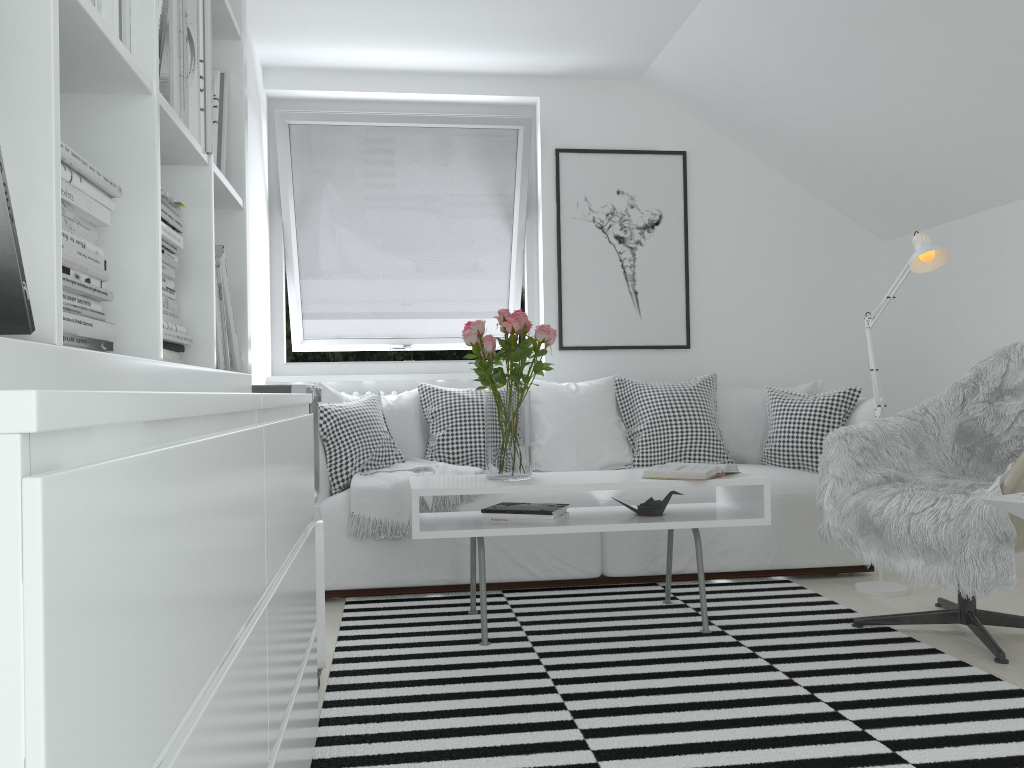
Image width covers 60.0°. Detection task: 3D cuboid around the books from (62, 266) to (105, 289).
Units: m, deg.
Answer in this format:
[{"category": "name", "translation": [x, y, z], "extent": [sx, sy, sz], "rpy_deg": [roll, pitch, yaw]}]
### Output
[{"category": "books", "translation": [-0.591, -0.127, 1.006], "extent": [0.159, 0.012, 0.285], "rpy_deg": [-1, -1, -8]}]

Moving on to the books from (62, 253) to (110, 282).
[{"category": "books", "translation": [-0.587, -0.140, 1.019], "extent": [0.161, 0.012, 0.254], "rpy_deg": [-1, -1, -8]}]

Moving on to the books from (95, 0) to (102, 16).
[{"category": "books", "translation": [-0.632, -0.548, 1.161], "extent": [0.174, 0.273, 0.021], "rpy_deg": [-1, -1, -8]}]

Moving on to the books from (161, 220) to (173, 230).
[{"category": "books", "translation": [-0.646, -0.263, 1.392], "extent": [0.161, 0.013, 0.254], "rpy_deg": [-1, -1, -8]}]

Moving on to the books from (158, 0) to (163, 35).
[{"category": "books", "translation": [-0.595, -0.544, 1.293], "extent": [0.161, 0.235, 0.118], "rpy_deg": [-1, -1, -8]}]

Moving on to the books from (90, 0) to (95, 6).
[{"category": "books", "translation": [-0.631, -0.561, 1.137], "extent": [0.180, 0.296, 0.028], "rpy_deg": [-1, -1, -8]}]

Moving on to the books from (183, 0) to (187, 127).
[{"category": "books", "translation": [-0.615, -0.538, 1.443], "extent": [0.161, 0.254, 0.012], "rpy_deg": [-1, -1, -8]}]

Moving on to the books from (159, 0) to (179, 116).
[{"category": "books", "translation": [-0.615, -0.577, 1.388], "extent": [0.176, 0.331, 0.025], "rpy_deg": [-1, -1, -8]}]

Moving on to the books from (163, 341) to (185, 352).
[{"category": "books", "translation": [-0.681, -0.061, 1.390], "extent": [0.251, 0.012, 0.312], "rpy_deg": [-1, -1, -7]}]

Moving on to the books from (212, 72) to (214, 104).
[{"category": "books", "translation": [-0.727, -0.537, 1.876], "extent": [0.174, 0.269, 0.091], "rpy_deg": [-1, -1, -8]}]

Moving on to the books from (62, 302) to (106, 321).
[{"category": "books", "translation": [-0.593, -0.086, 1.021], "extent": [0.161, 0.013, 0.254], "rpy_deg": [-1, -1, -8]}]

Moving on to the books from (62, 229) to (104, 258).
[{"category": "books", "translation": [-0.609, -0.171, 1.014], "extent": [0.182, 0.016, 0.288], "rpy_deg": [-1, -1, -8]}]

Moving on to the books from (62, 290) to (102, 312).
[{"category": "books", "translation": [-0.606, -0.100, 1.003], "extent": [0.182, 0.016, 0.288], "rpy_deg": [-1, -1, -8]}]

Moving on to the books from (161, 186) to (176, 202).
[{"category": "books", "translation": [-0.641, -0.314, 1.393], "extent": [0.161, 0.012, 0.254], "rpy_deg": [-1, -1, -8]}]

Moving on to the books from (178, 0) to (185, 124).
[{"category": "books", "translation": [-0.609, -0.540, 1.419], "extent": [0.161, 0.256, 0.013], "rpy_deg": [-1, -1, -8]}]

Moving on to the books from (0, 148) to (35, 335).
[{"category": "books", "translation": [-0.510, -0.176, 0.741], "extent": [0.159, 0.263, 0.131], "rpy_deg": [-1, -1, -8]}]

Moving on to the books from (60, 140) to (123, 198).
[{"category": "books", "translation": [-0.581, -0.252, 1.008], "extent": [0.182, 0.016, 0.288], "rpy_deg": [-1, -1, -8]}]

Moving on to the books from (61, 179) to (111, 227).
[{"category": "books", "translation": [-0.593, -0.217, 1.013], "extent": [0.174, 0.021, 0.273], "rpy_deg": [-1, -1, -8]}]

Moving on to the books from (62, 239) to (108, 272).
[{"category": "books", "translation": [-0.596, -0.154, 1.024], "extent": [0.167, 0.017, 0.263], "rpy_deg": [-1, -1, -8]}]

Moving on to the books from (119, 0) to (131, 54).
[{"category": "books", "translation": [-0.612, -0.554, 1.198], "extent": [0.182, 0.288, 0.016], "rpy_deg": [-1, -1, -8]}]

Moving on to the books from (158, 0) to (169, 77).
[{"category": "books", "translation": [-0.594, -0.552, 1.312], "extent": [0.159, 0.263, 0.131], "rpy_deg": [-1, -1, -8]}]

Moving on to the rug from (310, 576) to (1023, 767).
[{"category": "rug", "translation": [0.433, 0.832, 2.331], "extent": [1.846, 0.004, 4.362], "rpy_deg": [-1, -1, -8]}]

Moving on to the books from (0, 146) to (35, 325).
[{"category": "books", "translation": [-0.516, -0.167, 0.758], "extent": [0.161, 0.235, 0.118], "rpy_deg": [-1, -1, -8]}]

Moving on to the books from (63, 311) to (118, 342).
[{"category": "books", "translation": [-0.591, -0.068, 1.009], "extent": [0.176, 0.025, 0.331], "rpy_deg": [-1, -1, -8]}]

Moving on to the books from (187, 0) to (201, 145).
[{"category": "books", "translation": [-0.633, -0.547, 1.536], "extent": [0.174, 0.273, 0.021], "rpy_deg": [-1, -1, -8]}]

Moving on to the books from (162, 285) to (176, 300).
[{"category": "books", "translation": [-0.662, -0.157, 1.406], "extent": [0.182, 0.016, 0.288], "rpy_deg": [-1, -1, -8]}]

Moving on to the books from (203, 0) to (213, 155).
[{"category": "books", "translation": [-0.627, -0.554, 1.572], "extent": [0.182, 0.288, 0.016], "rpy_deg": [-1, -1, -8]}]

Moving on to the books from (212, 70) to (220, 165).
[{"category": "books", "translation": [-0.724, -0.545, 1.898], "extent": [0.182, 0.282, 0.090], "rpy_deg": [-1, -1, -8]}]

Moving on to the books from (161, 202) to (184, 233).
[{"category": "books", "translation": [-0.648, -0.281, 1.405], "extent": [0.176, 0.025, 0.331], "rpy_deg": [-1, -1, -8]}]

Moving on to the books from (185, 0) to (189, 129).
[{"category": "books", "translation": [-0.646, -0.558, 1.510], "extent": [0.180, 0.296, 0.028], "rpy_deg": [-1, -1, -8]}]

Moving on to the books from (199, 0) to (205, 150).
[{"category": "books", "translation": [-0.635, -0.556, 1.555], "extent": [0.182, 0.288, 0.016], "rpy_deg": [-1, -1, -8]}]

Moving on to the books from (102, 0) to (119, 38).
[{"category": "books", "translation": [-0.621, -0.556, 1.181], "extent": [0.182, 0.288, 0.016], "rpy_deg": [-1, -1, -8]}]

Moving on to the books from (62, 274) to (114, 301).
[{"category": "books", "translation": [-0.585, -0.115, 1.029], "extent": [0.161, 0.013, 0.256], "rpy_deg": [-1, -1, -8]}]

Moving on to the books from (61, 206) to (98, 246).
[{"category": "books", "translation": [-0.605, -0.193, 0.991], "extent": [0.180, 0.028, 0.296], "rpy_deg": [-1, -1, -8]}]

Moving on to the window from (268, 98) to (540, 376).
[{"category": "window", "translation": [-3.230, -0.588, 6.377], "extent": [12.055, 8.137, 4.514], "rpy_deg": [-1, -1, -8]}]

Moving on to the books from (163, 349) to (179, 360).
[{"category": "books", "translation": [-0.672, -0.048, 1.388], "extent": [0.232, 0.014, 0.308], "rpy_deg": [-1, -1, -10]}]

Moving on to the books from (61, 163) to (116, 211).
[{"category": "books", "translation": [-0.592, -0.236, 1.012], "extent": [0.182, 0.016, 0.288], "rpy_deg": [-1, -1, -8]}]

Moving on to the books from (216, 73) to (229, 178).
[{"category": "books", "translation": [-0.710, -0.545, 1.916], "extent": [0.182, 0.282, 0.090], "rpy_deg": [-1, -1, -8]}]
